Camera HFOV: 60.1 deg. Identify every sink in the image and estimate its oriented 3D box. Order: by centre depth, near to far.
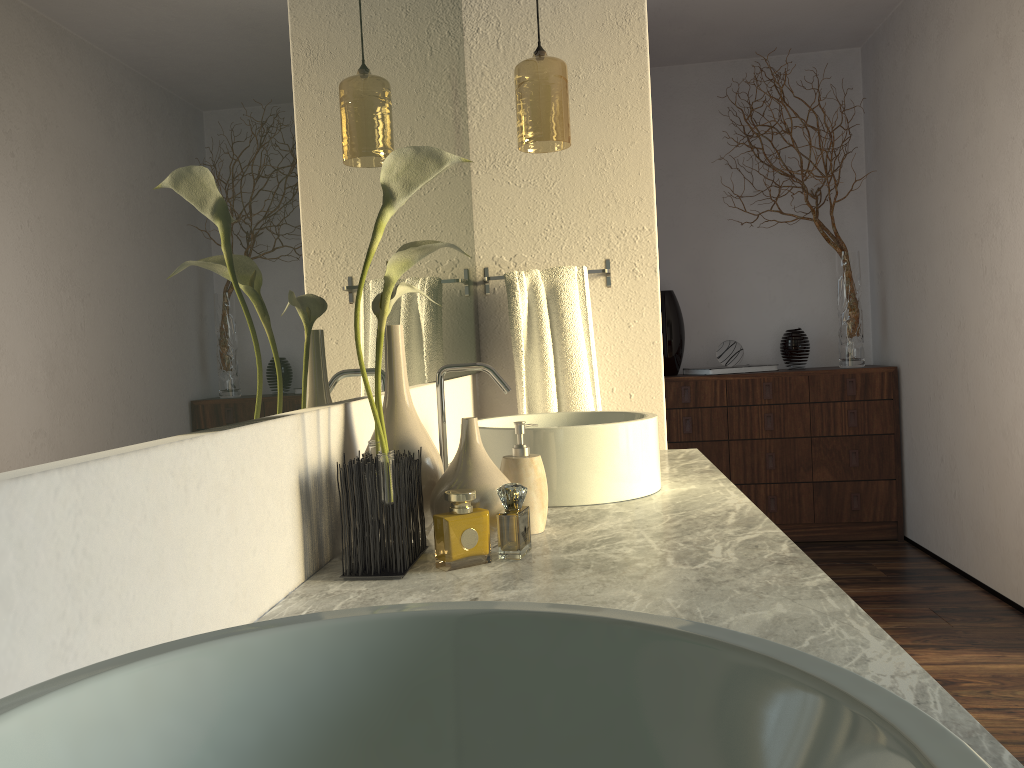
[{"bbox_3d":[-0.035,0.184,0.283,0.360,0.131,0.354,-3,2,9],"label":"sink"},{"bbox_3d":[0.087,0.129,1.619,0.353,0.131,0.362,-4,2,-16],"label":"sink"}]

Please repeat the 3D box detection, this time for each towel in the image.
[{"bbox_3d":[0.120,-0.014,2.521,0.263,0.636,0.158,-2,2,25],"label":"towel"}]

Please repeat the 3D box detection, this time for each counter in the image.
[{"bbox_3d":[0.056,0.267,1.064,0.591,0.101,2.246,-3,2,6],"label":"counter"}]

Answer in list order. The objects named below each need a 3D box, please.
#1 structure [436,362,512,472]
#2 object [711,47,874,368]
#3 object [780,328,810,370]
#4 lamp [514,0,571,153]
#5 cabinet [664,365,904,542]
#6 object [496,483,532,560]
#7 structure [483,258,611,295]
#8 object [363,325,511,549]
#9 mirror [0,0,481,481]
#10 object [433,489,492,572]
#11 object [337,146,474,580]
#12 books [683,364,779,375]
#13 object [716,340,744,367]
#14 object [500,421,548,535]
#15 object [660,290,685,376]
[{"bbox_3d":[-0.082,0.083,1.612,0.166,0.242,0.065,-3,2,11],"label":"structure"},{"bbox_3d":[1.278,-0.789,4.154,0.713,1.450,0.846,-5,3,-40],"label":"object"},{"bbox_3d":[1.366,-0.171,4.276,0.135,0.200,0.142,-5,3,-39],"label":"object"},{"bbox_3d":[0.062,-1.049,2.289,0.135,0.867,0.142,-5,3,-41],"label":"lamp"},{"bbox_3d":[1.208,0.340,4.277,1.146,0.800,0.400,-3,2,8],"label":"cabinet"},{"bbox_3d":[0.002,0.170,1.116,0.039,0.090,0.056,-2,2,16],"label":"object"},{"bbox_3d":[0.100,-0.314,2.573,0.372,0.088,0.102,-3,2,8],"label":"structure"},{"bbox_3d":[-0.108,0.068,1.217,0.245,0.305,0.117,-2,2,33],"label":"object"},{"bbox_3d":[-0.314,-0.525,0.623,0.017,1.152,4.055,-3,2,5],"label":"mirror"},{"bbox_3d":[-0.061,0.176,1.080,0.064,0.092,0.039,-4,2,-33],"label":"object"},{"bbox_3d":[-0.152,-0.027,1.140,0.186,0.504,0.246,-4,2,-16],"label":"object"},{"bbox_3d":[1.117,-0.073,4.322,0.490,0.034,0.250,-4,2,-18],"label":"books"},{"bbox_3d":[1.064,-0.149,4.320,0.131,0.131,0.130,-3,2,2],"label":"object"},{"bbox_3d":[0.015,0.132,1.261,0.070,0.158,0.071,-3,2,-10],"label":"object"},{"bbox_3d":[0.764,-0.250,4.358,0.173,0.417,0.168,-2,2,20],"label":"object"}]
